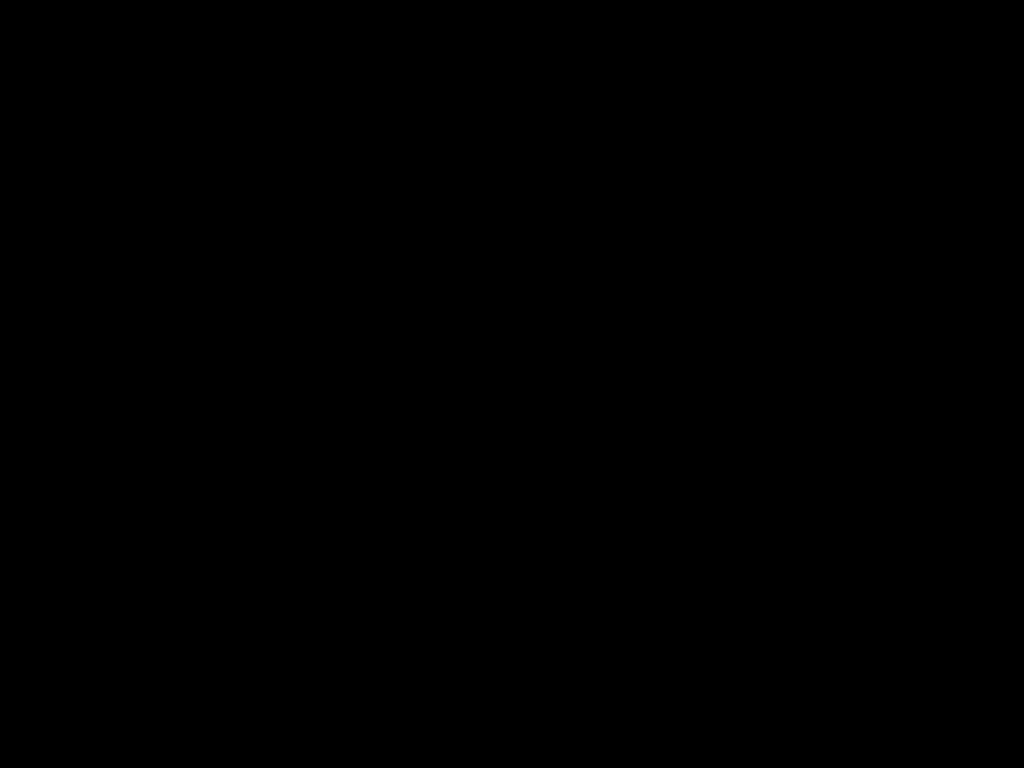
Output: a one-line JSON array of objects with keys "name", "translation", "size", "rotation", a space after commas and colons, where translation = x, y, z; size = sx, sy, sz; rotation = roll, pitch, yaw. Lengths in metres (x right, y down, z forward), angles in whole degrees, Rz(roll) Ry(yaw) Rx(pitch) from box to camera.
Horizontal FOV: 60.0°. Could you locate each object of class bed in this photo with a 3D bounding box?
[{"name": "bed", "translation": [0.204, -0.230, 0.828], "size": [3.009, 0.994, 2.087], "rotation": [-5, -2, 3]}]
